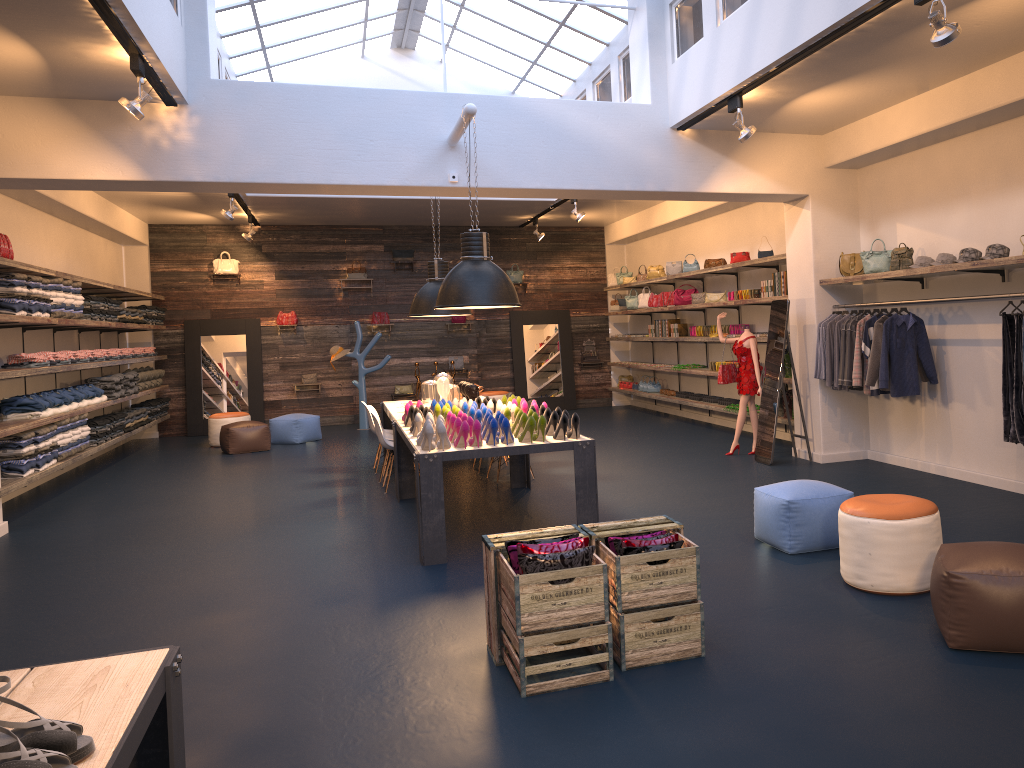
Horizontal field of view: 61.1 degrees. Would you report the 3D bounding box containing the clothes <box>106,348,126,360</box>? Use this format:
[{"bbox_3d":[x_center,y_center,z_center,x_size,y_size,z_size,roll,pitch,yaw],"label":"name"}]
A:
[{"bbox_3d":[-5.347,-0.395,11.585,0.338,0.155,0.332,-3,3,-20],"label":"clothes"}]

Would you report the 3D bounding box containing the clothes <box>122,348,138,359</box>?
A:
[{"bbox_3d":[-5.483,-0.431,12.263,0.338,0.155,0.332,-3,3,-20],"label":"clothes"}]

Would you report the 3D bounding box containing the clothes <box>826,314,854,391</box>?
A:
[{"bbox_3d":[3.520,-0.341,9.089,0.561,0.801,0.178,-3,0,-23],"label":"clothes"}]

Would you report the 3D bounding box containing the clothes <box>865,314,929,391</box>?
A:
[{"bbox_3d":[3.682,-0.297,8.319,0.742,0.735,0.164,-3,0,-20],"label":"clothes"}]

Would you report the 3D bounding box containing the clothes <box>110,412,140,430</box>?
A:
[{"bbox_3d":[-5.317,0.502,11.798,0.438,0.251,0.329,-3,2,-18],"label":"clothes"}]

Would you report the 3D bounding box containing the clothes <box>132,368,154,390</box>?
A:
[{"bbox_3d":[-5.542,-0.080,12.899,0.347,0.342,0.381,-2,2,-8],"label":"clothes"}]

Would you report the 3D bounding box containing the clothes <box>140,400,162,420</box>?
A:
[{"bbox_3d":[-5.543,0.401,13.251,0.390,0.299,0.299,-3,2,-27],"label":"clothes"}]

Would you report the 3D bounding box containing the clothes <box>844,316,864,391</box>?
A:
[{"bbox_3d":[3.588,-0.312,8.698,0.688,0.754,0.122,-3,0,-17],"label":"clothes"}]

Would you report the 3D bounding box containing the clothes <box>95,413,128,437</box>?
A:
[{"bbox_3d":[-5.088,0.520,10.980,0.364,0.299,0.297,-3,2,-9],"label":"clothes"}]

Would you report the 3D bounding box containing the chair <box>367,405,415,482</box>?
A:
[{"bbox_3d":[-1.256,0.614,9.331,0.561,0.801,0.453,-2,1,-8],"label":"chair"}]

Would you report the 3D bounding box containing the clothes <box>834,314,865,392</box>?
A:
[{"bbox_3d":[3.551,-0.333,8.937,0.561,0.801,0.178,-3,0,-23],"label":"clothes"}]

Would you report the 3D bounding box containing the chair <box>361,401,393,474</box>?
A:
[{"bbox_3d":[-1.425,0.583,9.951,0.573,0.801,0.442,-3,1,-17],"label":"chair"}]

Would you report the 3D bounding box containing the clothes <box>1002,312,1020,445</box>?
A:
[{"bbox_3d":[3.955,-0.047,6.863,0.242,1.047,0.140,-2,0,-17],"label":"clothes"}]

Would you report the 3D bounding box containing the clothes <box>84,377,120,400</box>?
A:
[{"bbox_3d":[-5.072,0.057,10.755,0.399,0.302,0.328,-3,2,-27],"label":"clothes"}]

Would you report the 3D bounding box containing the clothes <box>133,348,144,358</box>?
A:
[{"bbox_3d":[-5.586,-0.444,12.657,0.349,0.159,0.321,-2,3,6],"label":"clothes"}]

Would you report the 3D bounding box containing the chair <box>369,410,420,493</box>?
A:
[{"bbox_3d":[-1.132,0.647,8.704,0.573,0.801,0.442,-3,1,-17],"label":"chair"}]

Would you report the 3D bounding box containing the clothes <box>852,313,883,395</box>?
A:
[{"bbox_3d":[3.628,-0.303,8.578,0.711,0.796,0.166,-3,0,-19],"label":"clothes"}]

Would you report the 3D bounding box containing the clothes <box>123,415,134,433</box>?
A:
[{"bbox_3d":[-5.244,0.521,11.425,0.425,0.251,0.340,-2,2,-6],"label":"clothes"}]

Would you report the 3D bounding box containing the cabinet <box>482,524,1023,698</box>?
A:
[{"bbox_3d":[1.259,0.963,4.084,2.841,0.548,0.734,-2,2,-4],"label":"cabinet"}]

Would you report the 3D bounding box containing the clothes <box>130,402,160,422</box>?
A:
[{"bbox_3d":[-5.470,0.416,12.947,0.386,0.299,0.313,-3,2,-13],"label":"clothes"}]

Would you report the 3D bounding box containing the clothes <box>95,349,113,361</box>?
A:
[{"bbox_3d":[-5.208,-0.359,10.891,0.338,0.155,0.332,-3,3,-20],"label":"clothes"}]

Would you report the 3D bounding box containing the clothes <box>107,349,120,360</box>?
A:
[{"bbox_3d":[-5.307,-0.371,11.263,0.349,0.159,0.321,-2,3,6],"label":"clothes"}]

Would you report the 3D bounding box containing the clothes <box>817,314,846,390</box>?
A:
[{"bbox_3d":[3.459,-0.338,9.208,0.571,0.815,0.115,-2,0,-19],"label":"clothes"}]

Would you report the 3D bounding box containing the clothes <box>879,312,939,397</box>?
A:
[{"bbox_3d":[3.712,-0.280,8.168,0.711,0.796,0.166,-3,0,-19],"label":"clothes"}]

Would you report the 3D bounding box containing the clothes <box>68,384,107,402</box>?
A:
[{"bbox_3d":[-5.090,0.119,10.306,0.446,0.240,0.408,-3,3,-16],"label":"clothes"}]

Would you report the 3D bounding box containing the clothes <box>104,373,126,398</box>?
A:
[{"bbox_3d":[-5.154,0.032,11.108,0.416,0.317,0.334,-3,2,-29],"label":"clothes"}]

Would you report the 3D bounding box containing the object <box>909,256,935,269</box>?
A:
[{"bbox_3d":[3.780,-1.121,8.016,0.226,0.125,0.195,-1,3,21],"label":"object"}]

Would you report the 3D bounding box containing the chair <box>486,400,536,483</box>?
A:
[{"bbox_3d":[-0.002,0.583,9.076,0.579,0.801,0.437,-3,1,-22],"label":"chair"}]

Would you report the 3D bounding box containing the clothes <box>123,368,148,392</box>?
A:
[{"bbox_3d":[-5.459,-0.058,12.484,0.347,0.342,0.381,-2,2,-8],"label":"clothes"}]

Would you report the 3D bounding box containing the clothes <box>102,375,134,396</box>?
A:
[{"bbox_3d":[-5.221,0.018,11.498,0.399,0.302,0.328,-3,2,-27],"label":"clothes"}]

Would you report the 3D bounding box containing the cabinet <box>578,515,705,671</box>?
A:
[{"bbox_3d":[0.631,0.980,4.175,0.494,0.548,0.530,-3,2,-15],"label":"cabinet"}]

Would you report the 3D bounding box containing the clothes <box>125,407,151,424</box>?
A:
[{"bbox_3d":[-5.470,0.462,12.563,0.438,0.251,0.329,-3,2,-18],"label":"clothes"}]

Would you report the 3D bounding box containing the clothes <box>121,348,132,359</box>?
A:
[{"bbox_3d":[-5.443,-0.407,11.941,0.349,0.159,0.321,-2,3,6],"label":"clothes"}]

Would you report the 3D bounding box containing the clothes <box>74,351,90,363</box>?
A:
[{"bbox_3d":[-5.032,-0.299,9.890,0.349,0.159,0.321,-2,3,6],"label":"clothes"}]

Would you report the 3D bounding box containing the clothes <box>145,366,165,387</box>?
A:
[{"bbox_3d":[-5.708,-0.123,13.730,0.347,0.342,0.381,-2,2,-8],"label":"clothes"}]

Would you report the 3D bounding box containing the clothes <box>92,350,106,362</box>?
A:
[{"bbox_3d":[-5.168,-0.334,10.568,0.349,0.159,0.321,-2,3,6],"label":"clothes"}]

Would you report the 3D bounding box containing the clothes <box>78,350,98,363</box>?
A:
[{"bbox_3d":[-5.072,-0.323,10.212,0.338,0.155,0.332,-3,3,-20],"label":"clothes"}]

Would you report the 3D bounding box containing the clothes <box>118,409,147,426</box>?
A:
[{"bbox_3d":[-5.397,0.481,12.190,0.425,0.251,0.340,-2,2,-6],"label":"clothes"}]

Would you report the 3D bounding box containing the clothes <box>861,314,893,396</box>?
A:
[{"bbox_3d":[3.647,-0.288,8.474,0.593,0.794,0.117,-2,0,-18],"label":"clothes"}]

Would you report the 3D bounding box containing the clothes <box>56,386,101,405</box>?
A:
[{"bbox_3d":[-5.015,0.139,9.928,0.427,0.240,0.427,-2,3,1],"label":"clothes"}]

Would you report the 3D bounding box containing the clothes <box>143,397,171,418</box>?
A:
[{"bbox_3d":[-5.639,0.377,13.715,0.381,0.299,0.620,-3,3,-11],"label":"clothes"}]

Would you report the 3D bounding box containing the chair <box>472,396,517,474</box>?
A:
[{"bbox_3d":[-0.193,0.554,9.690,0.573,0.801,0.442,-3,1,-17],"label":"chair"}]

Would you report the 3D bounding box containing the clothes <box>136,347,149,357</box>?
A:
[{"bbox_3d":[-5.626,-0.468,12.979,0.338,0.155,0.332,-3,3,-20],"label":"clothes"}]

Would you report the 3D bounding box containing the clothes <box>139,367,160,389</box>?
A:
[{"bbox_3d":[-5.625,-0.101,13.314,0.347,0.342,0.381,-2,2,-8],"label":"clothes"}]

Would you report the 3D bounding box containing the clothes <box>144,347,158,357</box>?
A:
[{"bbox_3d":[-5.762,-0.504,13.657,0.338,0.155,0.332,-3,3,-20],"label":"clothes"}]

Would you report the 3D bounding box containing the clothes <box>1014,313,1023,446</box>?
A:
[{"bbox_3d":[3.999,-0.036,6.722,0.242,1.047,0.140,-2,0,-17],"label":"clothes"}]

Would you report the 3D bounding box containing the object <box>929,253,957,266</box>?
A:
[{"bbox_3d":[3.837,-1.106,7.734,0.226,0.125,0.195,-1,3,21],"label":"object"}]

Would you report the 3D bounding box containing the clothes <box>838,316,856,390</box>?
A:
[{"bbox_3d":[3.569,-0.317,8.790,0.688,0.754,0.122,-3,0,-17],"label":"clothes"}]

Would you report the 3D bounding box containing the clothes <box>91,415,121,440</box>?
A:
[{"bbox_3d":[-5.026,0.536,10.671,0.370,0.299,0.291,-3,2,-15],"label":"clothes"}]

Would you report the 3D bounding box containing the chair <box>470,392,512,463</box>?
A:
[{"bbox_3d":[-0.255,0.517,10.335,0.570,0.801,0.445,-2,1,-14],"label":"chair"}]

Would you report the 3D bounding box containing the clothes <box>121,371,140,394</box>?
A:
[{"bbox_3d":[-5.303,-0.007,11.851,0.416,0.317,0.334,-3,2,-29],"label":"clothes"}]

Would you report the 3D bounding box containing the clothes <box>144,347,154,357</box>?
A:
[{"bbox_3d":[-5.722,-0.480,13.335,0.349,0.159,0.321,-2,3,6],"label":"clothes"}]

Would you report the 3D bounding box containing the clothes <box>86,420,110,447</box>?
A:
[{"bbox_3d":[-4.892,0.568,10.060,0.386,0.299,0.313,-3,2,-13],"label":"clothes"}]

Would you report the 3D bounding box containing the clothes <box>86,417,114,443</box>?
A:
[{"bbox_3d":[-4.964,0.553,10.364,0.390,0.299,0.299,-3,2,-27],"label":"clothes"}]

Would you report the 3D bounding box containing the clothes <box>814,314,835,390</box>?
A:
[{"bbox_3d":[3.446,-0.341,9.271,0.571,0.815,0.115,-2,0,-19],"label":"clothes"}]
